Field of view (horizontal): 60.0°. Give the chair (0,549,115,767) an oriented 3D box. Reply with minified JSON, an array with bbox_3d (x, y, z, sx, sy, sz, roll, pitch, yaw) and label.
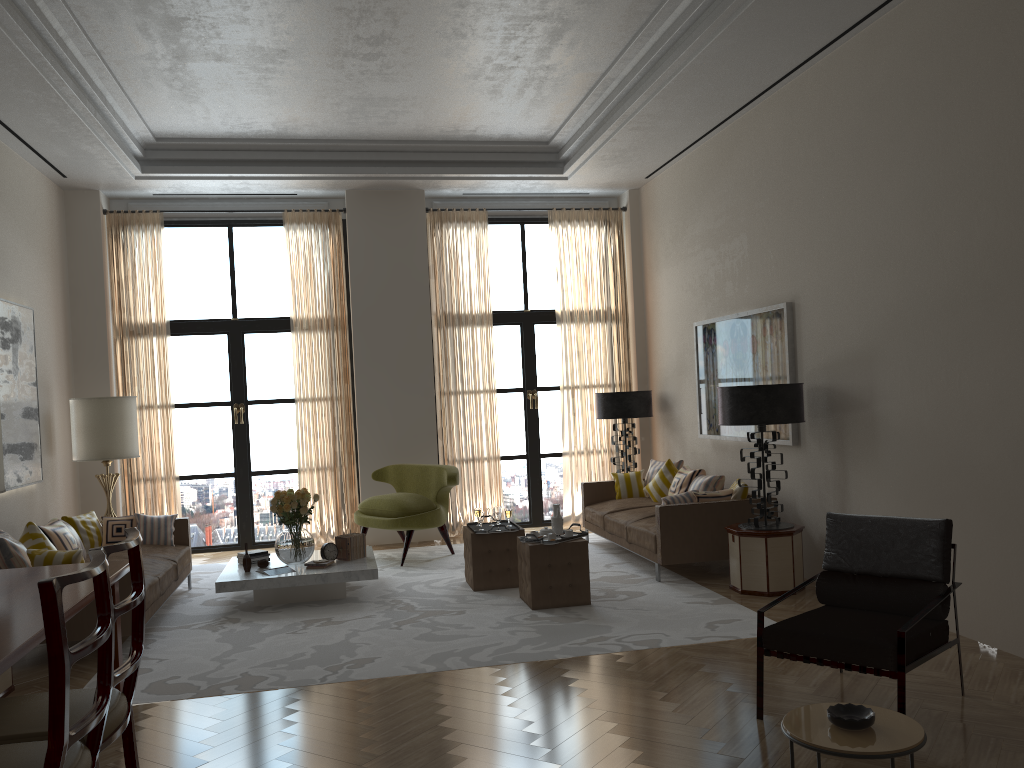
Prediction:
[{"bbox_3d":[-1.860,1.403,3.098,0.877,1.506,0.656,-3,1,-11],"label":"chair"}]

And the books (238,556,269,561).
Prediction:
[{"bbox_3d":[-2.827,1.903,9.687,0.207,0.025,0.262,-4,-1,42],"label":"books"}]

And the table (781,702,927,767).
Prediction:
[{"bbox_3d":[1.468,1.735,3.800,0.584,0.547,0.584,-3,0,28],"label":"table"}]

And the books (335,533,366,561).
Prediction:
[{"bbox_3d":[-1.762,1.775,9.679,0.211,0.264,0.281,-3,0,39],"label":"books"}]

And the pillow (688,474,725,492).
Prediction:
[{"bbox_3d":[2.287,1.358,10.597,0.371,0.566,0.660,-3,0,-16],"label":"pillow"}]

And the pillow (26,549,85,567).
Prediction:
[{"bbox_3d":[-3.792,1.578,7.438,0.482,0.433,0.318,-3,0,-2],"label":"pillow"}]

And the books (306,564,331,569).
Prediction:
[{"bbox_3d":[-2.023,1.900,9.280,0.197,0.025,0.256,-3,-1,6],"label":"books"}]

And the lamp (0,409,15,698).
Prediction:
[{"bbox_3d":[-4.100,1.181,6.443,0.768,2.255,0.767,-2,1,45],"label":"lamp"}]

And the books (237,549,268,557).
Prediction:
[{"bbox_3d":[-2.835,1.851,9.690,0.260,0.030,0.207,-2,-1,-44],"label":"books"}]

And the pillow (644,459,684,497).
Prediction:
[{"bbox_3d":[2.012,1.305,11.914,0.355,0.576,0.624,-3,0,-33],"label":"pillow"}]

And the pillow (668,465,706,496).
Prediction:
[{"bbox_3d":[2.150,1.306,10.957,0.403,0.547,0.617,-3,0,-8],"label":"pillow"}]

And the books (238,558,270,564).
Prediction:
[{"bbox_3d":[-2.825,1.933,9.699,0.280,0.035,0.207,-2,-1,-44],"label":"books"}]

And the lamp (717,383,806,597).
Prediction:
[{"bbox_3d":[2.495,1.018,8.769,0.829,2.019,0.829,-3,1,-11],"label":"lamp"}]

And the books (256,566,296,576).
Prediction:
[{"bbox_3d":[-2.433,1.911,9.121,0.281,0.038,0.384,-2,-1,-39],"label":"books"}]

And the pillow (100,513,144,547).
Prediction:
[{"bbox_3d":[-4.332,1.662,9.832,0.464,0.412,0.304,-3,0,-13],"label":"pillow"}]

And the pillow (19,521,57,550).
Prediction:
[{"bbox_3d":[-4.214,1.527,7.910,0.767,0.617,0.355,-3,0,32],"label":"pillow"}]

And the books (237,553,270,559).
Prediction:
[{"bbox_3d":[-2.829,1.878,9.699,0.230,0.025,0.280,-4,-1,44],"label":"books"}]

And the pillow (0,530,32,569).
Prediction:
[{"bbox_3d":[-4.212,1.537,7.506,0.355,0.576,0.624,-3,0,-33],"label":"pillow"}]

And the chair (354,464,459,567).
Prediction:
[{"bbox_3d":[-1.451,1.688,11.565,1.028,1.214,1.791,-3,0,-44],"label":"chair"}]

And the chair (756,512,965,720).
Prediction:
[{"bbox_3d":[2.158,1.427,5.460,0.877,1.136,1.133,-3,0,44],"label":"chair"}]

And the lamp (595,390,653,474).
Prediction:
[{"bbox_3d":[1.670,1.120,12.918,0.829,2.019,0.829,-3,1,-7],"label":"lamp"}]

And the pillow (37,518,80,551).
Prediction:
[{"bbox_3d":[-4.349,1.581,8.463,0.403,0.547,0.617,-3,0,-8],"label":"pillow"}]

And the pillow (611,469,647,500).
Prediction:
[{"bbox_3d":[1.598,1.387,11.984,0.482,0.433,0.318,-3,0,-2],"label":"pillow"}]

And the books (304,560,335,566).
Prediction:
[{"bbox_3d":[-2.014,1.876,9.282,0.255,0.026,0.202,-3,-1,14],"label":"books"}]

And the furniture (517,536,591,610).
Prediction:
[{"bbox_3d":[0.401,1.819,8.666,0.613,0.616,0.614,-3,0,-11],"label":"furniture"}]

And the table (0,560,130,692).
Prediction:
[{"bbox_3d":[-3.117,1.727,4.148,1.800,1.027,3.801,-3,-1,-11],"label":"table"}]

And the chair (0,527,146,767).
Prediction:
[{"bbox_3d":[-1.999,1.420,3.731,0.877,1.506,0.656,-3,1,-11],"label":"chair"}]

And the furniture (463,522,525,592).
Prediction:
[{"bbox_3d":[-0.189,1.862,9.599,0.613,0.616,0.614,-3,0,-11],"label":"furniture"}]

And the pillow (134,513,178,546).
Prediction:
[{"bbox_3d":[-3.967,1.642,9.868,0.498,0.428,0.327,-3,0,-23],"label":"pillow"}]

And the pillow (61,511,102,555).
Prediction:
[{"bbox_3d":[-4.643,1.643,9.679,0.296,0.476,0.515,-3,0,10],"label":"pillow"}]

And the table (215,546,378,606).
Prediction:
[{"bbox_3d":[-2.276,2.100,9.584,1.583,0.343,1.500,-3,-1,-11],"label":"table"}]

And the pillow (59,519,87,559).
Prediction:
[{"bbox_3d":[-4.479,1.657,8.826,0.371,0.566,0.660,-3,0,-16],"label":"pillow"}]

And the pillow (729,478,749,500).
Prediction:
[{"bbox_3d":[2.448,1.303,9.742,0.296,0.476,0.515,-3,0,10],"label":"pillow"}]

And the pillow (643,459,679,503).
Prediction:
[{"bbox_3d":[2.012,1.282,11.509,0.767,0.617,0.355,-3,0,32],"label":"pillow"}]

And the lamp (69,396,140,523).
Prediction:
[{"bbox_3d":[-5.016,1.295,11.015,0.768,2.255,0.767,-2,1,42],"label":"lamp"}]
